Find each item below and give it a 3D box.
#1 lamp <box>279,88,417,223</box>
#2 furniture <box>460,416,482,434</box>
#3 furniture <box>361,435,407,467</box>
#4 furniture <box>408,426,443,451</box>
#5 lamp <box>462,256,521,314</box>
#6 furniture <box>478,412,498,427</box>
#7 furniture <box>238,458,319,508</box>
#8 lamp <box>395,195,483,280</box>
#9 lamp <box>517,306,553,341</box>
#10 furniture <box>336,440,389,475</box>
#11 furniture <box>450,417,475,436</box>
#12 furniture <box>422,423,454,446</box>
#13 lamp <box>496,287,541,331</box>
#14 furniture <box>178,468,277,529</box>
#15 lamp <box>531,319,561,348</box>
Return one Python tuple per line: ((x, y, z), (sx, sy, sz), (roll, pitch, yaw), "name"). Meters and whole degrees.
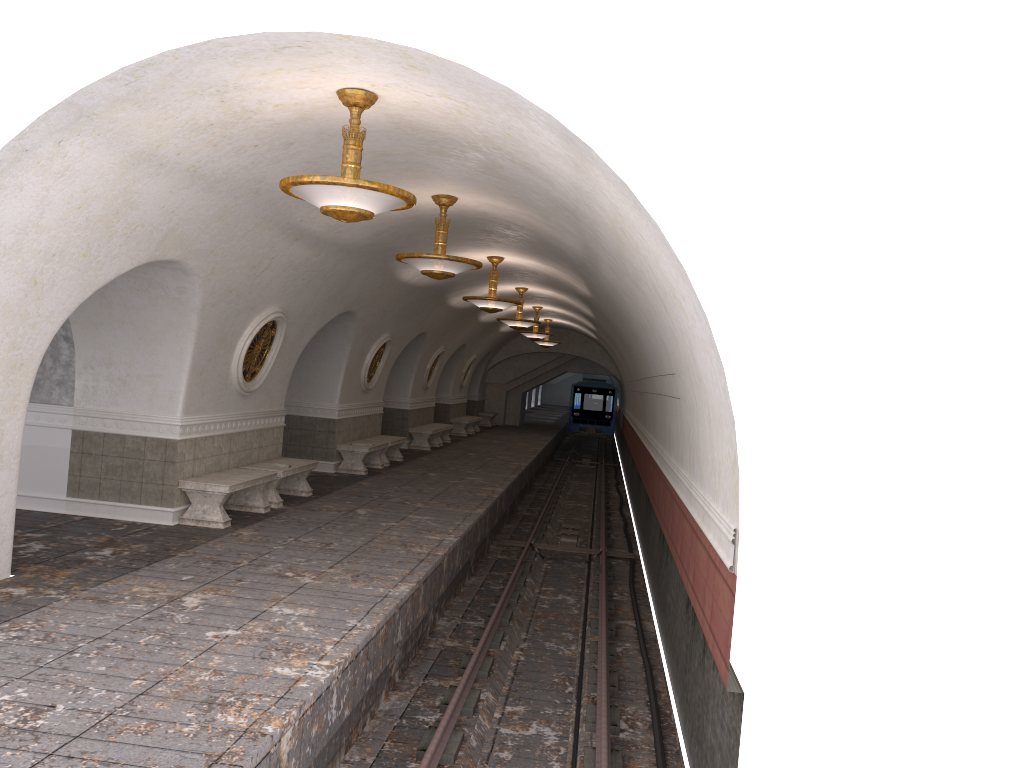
((-1.194, -1.676, 6.611), (1.008, 0.955, 1.008), (5, 1, -38), "lamp")
((-1.437, 1.386, 30.409), (0.613, 0.508, 1.509), (5, 0, 6), "furniture")
((-2.665, 1.381, 18.489), (0.613, 0.508, 1.509), (5, 0, 6), "furniture")
((-2.221, 1.383, 22.805), (0.613, 0.508, 1.509), (5, 0, 6), "furniture")
((-0.321, -1.673, 15.083), (1.008, 0.955, 1.008), (5, 0, -10), "lamp")
((-0.963, 1.388, 35.006), (0.613, 0.508, 1.509), (5, 0, 6), "furniture")
((-3.281, 1.379, 12.512), (0.613, 0.508, 1.509), (5, 0, 6), "furniture")
((-0.819, -1.674, 10.247), (1.008, 0.955, 1.008), (5, 0, -10), "lamp")
((0.669, -1.669, 24.690), (1.008, 0.955, 1.008), (5, 1, 22), "lamp")
((-2.838, 1.381, 16.816), (0.613, 0.508, 1.509), (5, 0, 6), "furniture")
((-1.609, 1.385, 28.736), (0.613, 0.508, 1.509), (5, 0, 6), "furniture")
((-2.048, 1.384, 24.478), (0.613, 0.508, 1.509), (5, 0, 6), "furniture")
((0.174, -1.671, 19.888), (1.008, 0.955, 1.008), (5, 1, 22), "lamp")
((-3.454, 1.378, 10.839), (0.613, 0.508, 1.509), (5, 0, 6), "furniture")
((1.164, -1.667, 29.495), (1.008, 0.955, 1.008), (5, 1, -38), "lamp")
